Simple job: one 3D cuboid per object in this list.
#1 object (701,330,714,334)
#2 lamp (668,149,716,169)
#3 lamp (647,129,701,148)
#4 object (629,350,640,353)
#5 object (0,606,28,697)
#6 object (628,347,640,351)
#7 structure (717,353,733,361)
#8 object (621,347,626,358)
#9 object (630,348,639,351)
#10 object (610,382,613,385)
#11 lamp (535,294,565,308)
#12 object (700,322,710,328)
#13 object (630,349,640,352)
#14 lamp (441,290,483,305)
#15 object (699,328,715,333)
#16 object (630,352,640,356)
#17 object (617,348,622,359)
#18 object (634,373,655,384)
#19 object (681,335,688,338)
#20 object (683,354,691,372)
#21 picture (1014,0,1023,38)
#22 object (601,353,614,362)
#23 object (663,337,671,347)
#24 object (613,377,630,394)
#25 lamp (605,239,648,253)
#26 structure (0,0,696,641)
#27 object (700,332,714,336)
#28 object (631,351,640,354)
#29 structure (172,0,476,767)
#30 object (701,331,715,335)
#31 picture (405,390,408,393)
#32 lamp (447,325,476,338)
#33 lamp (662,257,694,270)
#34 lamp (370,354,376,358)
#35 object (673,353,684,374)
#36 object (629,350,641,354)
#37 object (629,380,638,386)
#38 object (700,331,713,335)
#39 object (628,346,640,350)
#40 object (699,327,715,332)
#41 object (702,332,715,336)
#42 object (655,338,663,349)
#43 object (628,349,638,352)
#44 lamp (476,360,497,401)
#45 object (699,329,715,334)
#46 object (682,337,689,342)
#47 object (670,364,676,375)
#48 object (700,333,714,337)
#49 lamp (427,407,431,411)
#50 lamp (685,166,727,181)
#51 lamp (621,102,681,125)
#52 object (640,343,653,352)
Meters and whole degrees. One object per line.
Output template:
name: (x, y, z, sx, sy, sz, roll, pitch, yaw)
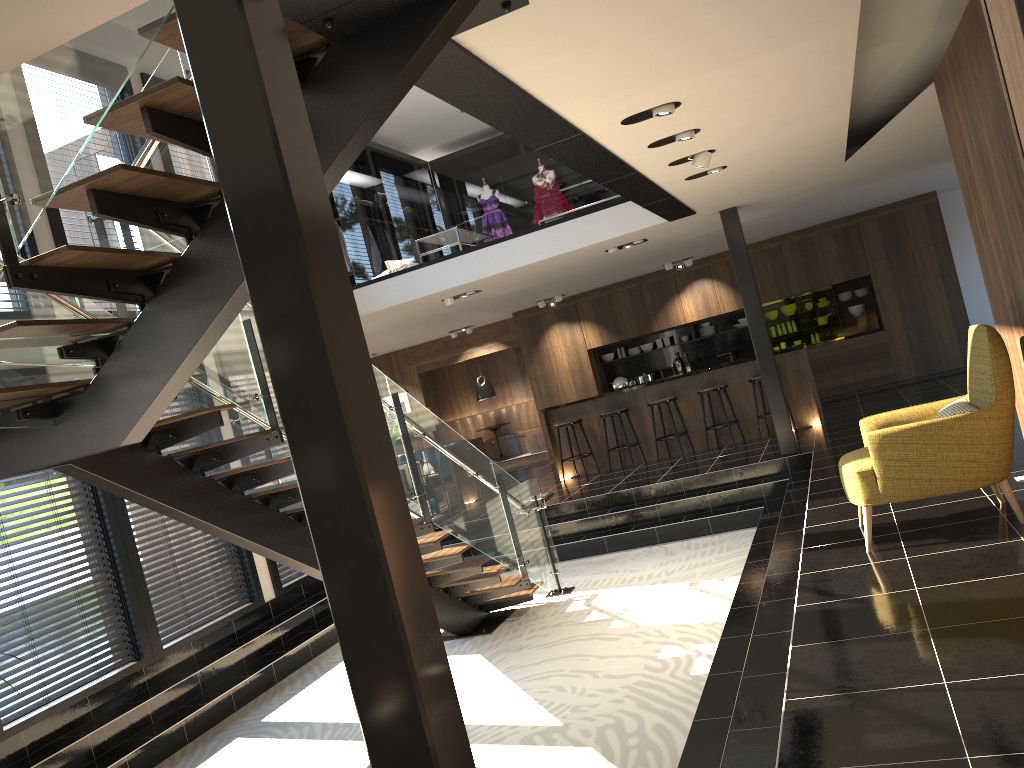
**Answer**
object: (3.319, -0.871, 15.048, 0.268, 0.024, 0.269, -14, 0, -31)
lamp: (1.286, -1.634, 6.361, 0.347, 0.247, 0.195, -14, 0, 20)
lamp: (1.017, -1.605, 5.634, 0.347, 0.177, 0.195, -14, 0, 20)
object: (2.135, -0.554, 15.420, 0.221, 0.033, 0.220, -15, 0, 17)
object: (-3.211, 1.989, 5.193, 0.877, 1.338, 0.829, -14, 0, 9)
object: (2.123, -0.599, 15.419, 0.221, 0.033, 0.220, -15, 0, 17)
structure: (3.525, -0.377, 14.630, 0.243, 0.231, 0.173, -14, 0, 20)
object: (1.945, -0.553, 15.497, 0.060, 0.185, 0.060, -14, 0, -11)
object: (2.126, -0.586, 15.419, 0.221, 0.033, 0.220, -15, 0, 17)
object: (1.868, 0.012, 15.450, 0.254, 0.218, 0.236, -14, 0, -22)
lamp: (0.633, -1.411, 14.593, 0.502, 0.294, 0.349, -14, 0, 20)
object: (3.285, -0.992, 15.047, 0.168, 0.087, 0.167, -15, 0, 40)
object: (2.132, -0.566, 15.420, 0.221, 0.033, 0.220, -15, 0, 17)
lamp: (-0.636, -1.139, 11.076, 0.502, 0.231, 0.349, -14, 0, 20)
object: (3.312, -0.898, 15.048, 0.268, 0.024, 0.269, -14, 0, -31)
object: (2.143, -0.520, 15.420, 0.221, 0.033, 0.220, -15, 0, 17)
object: (1.876, -0.535, 15.523, 0.060, 0.185, 0.060, -15, 0, -38)
object: (2.267, -0.083, 15.077, 0.300, 0.218, 0.279, -14, 0, -37)
object: (2.954, -0.780, 15.113, 0.122, 0.072, 0.122, -14, 0, -44)
object: (3.014, -0.327, 15.233, 0.077, 0.395, 0.077, -15, 0, -28)
picture: (0.704, -0.609, 1.092, 0.028, 0.911, 0.747, -14, 0, 20)
object: (1.696, -0.458, 15.595, 0.234, 0.138, 0.233, -14, 0, 23)
object: (2.658, -0.724, 15.199, 0.110, 0.161, 0.109, -14, 0, 33)
object: (1.477, 0.015, 12.013, 0.227, 0.228, 0.227, -14, 0, -19)
lamp: (1.321, -1.665, 10.323, 0.502, 0.195, 0.349, -14, 0, 20)
structure: (-0.345, 0.047, 6.179, 3.451, 4.869, 7.271, -14, 0, 20)
object: (3.326, -0.844, 15.048, 0.268, 0.024, 0.269, -14, 0, -31)
object: (2.140, -0.532, 15.420, 0.221, 0.033, 0.220, -15, 0, 17)
structure: (-1.454, 0.730, 2.608, 3.786, 3.245, 1.147, -14, 0, 20)
object: (3.323, -0.855, 15.048, 0.268, 0.024, 0.269, -14, 0, -31)
picture: (-2.280, 0.641, 17.393, 0.749, 0.911, 0.028, -14, 0, 20)
lamp: (-0.916, -1.012, 16.072, 0.502, 0.280, 0.349, -14, 0, 20)
lamp: (2.593, -1.926, 13.840, 0.502, 0.280, 0.349, -14, 0, 20)
lamp: (-2.808, -0.556, 16.795, 0.502, 0.213, 0.349, -14, 0, 20)
object: (2.861, -0.316, 15.281, 0.133, 0.451, 0.116, -14, 0, 20)
object: (2.137, -0.544, 15.420, 0.221, 0.033, 0.220, -15, 0, 17)
object: (2.079, -0.004, 15.276, 0.210, 0.143, 0.195, -14, 0, -22)
object: (3.322, -0.862, 15.048, 0.268, 0.024, 0.269, -14, 0, -31)
object: (2.120, -0.610, 15.419, 0.221, 0.033, 0.220, -15, 0, 17)
object: (3.308, -0.916, 15.047, 0.268, 0.024, 0.269, -14, 0, -31)
object: (3.328, -0.836, 15.048, 0.268, 0.024, 0.269, -14, 0, -31)
object: (2.537, -0.692, 15.246, 0.109, 0.161, 0.109, -14, 0, 3)
object: (2.129, -0.576, 15.419, 0.221, 0.033, 0.220, -15, 0, 17)
lamp: (-0.601, -0.184, 16.992, 0.389, 0.974, 0.390, -15, 0, -26)
object: (3.317, -0.882, 15.048, 0.268, 0.024, 0.269, -14, 0, -31)
object: (2.960, -0.756, 15.113, 0.122, 0.072, 0.122, -14, 0, -44)
object: (2.789, -0.213, 15.313, 0.058, 0.287, 0.057, -14, 0, 33)
object: (3.330, -0.828, 15.048, 0.268, 0.024, 0.269, -14, 0, -31)
lamp: (-1.127, 1.062, 11.065, 0.636, 1.445, 0.438, -15, 0, -44)
lamp: (1.535, -1.740, 7.088, 0.347, 0.158, 0.195, -14, 0, 20)
lamp: (0.756, -1.543, 4.907, 0.347, 0.177, 0.195, -14, 0, 20)
object: (2.346, -0.624, 15.346, 0.234, 0.138, 0.233, -15, 0, 40)
